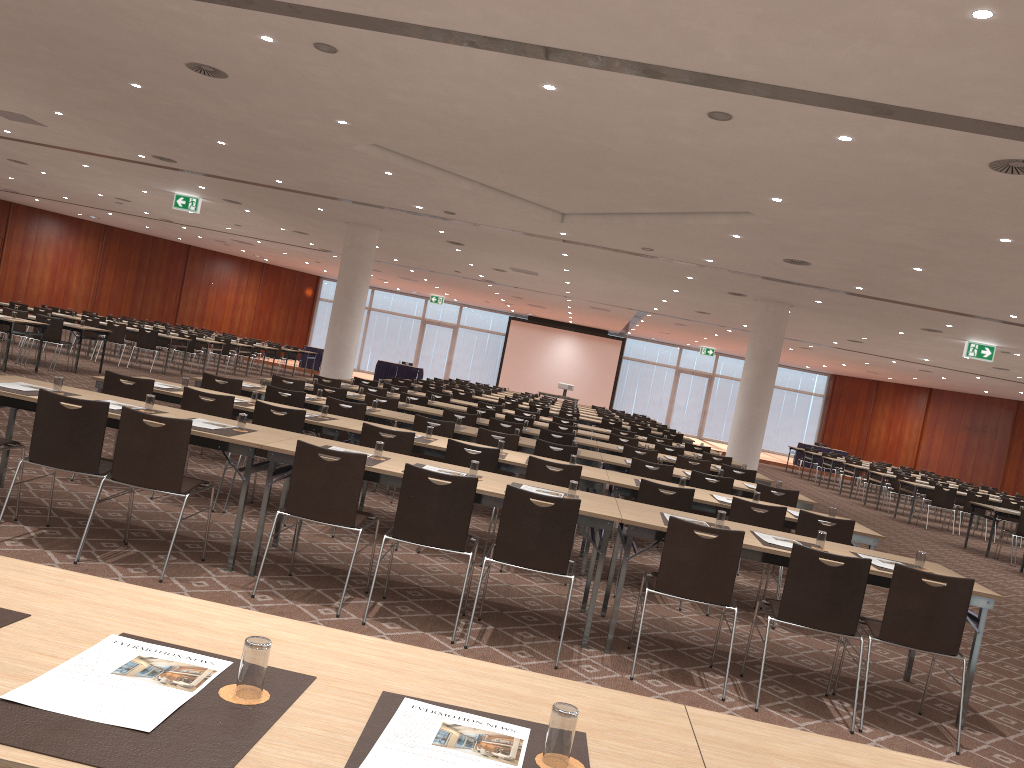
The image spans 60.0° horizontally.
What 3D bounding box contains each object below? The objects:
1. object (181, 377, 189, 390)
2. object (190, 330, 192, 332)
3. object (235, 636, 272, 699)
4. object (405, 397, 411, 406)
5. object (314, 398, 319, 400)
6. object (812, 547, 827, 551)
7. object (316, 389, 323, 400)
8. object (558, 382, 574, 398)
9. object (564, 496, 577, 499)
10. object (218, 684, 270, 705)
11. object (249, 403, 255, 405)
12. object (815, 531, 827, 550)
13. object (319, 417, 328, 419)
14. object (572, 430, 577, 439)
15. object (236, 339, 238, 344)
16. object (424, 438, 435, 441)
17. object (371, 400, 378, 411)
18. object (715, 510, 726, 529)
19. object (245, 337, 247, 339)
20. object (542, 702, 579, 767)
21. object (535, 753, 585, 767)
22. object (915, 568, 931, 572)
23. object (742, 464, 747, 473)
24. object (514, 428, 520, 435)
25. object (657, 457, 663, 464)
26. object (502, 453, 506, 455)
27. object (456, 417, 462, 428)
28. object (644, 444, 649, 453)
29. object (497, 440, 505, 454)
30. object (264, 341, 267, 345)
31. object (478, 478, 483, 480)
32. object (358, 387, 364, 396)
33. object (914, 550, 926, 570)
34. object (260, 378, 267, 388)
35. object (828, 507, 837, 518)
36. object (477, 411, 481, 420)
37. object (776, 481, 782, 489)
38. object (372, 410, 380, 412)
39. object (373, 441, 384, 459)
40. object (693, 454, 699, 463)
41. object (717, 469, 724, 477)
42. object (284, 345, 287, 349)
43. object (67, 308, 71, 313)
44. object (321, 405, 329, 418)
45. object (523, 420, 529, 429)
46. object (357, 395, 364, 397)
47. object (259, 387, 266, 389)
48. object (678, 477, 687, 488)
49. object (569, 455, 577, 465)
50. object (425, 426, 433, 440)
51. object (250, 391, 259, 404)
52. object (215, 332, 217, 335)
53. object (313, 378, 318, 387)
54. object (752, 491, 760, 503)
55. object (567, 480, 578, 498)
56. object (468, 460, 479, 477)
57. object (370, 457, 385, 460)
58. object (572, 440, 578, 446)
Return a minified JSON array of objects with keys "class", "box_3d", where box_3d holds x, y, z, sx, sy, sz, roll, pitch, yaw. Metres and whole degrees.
[{"class":"object","box_3d":[-2.965,-0.004,8.040,0.054,0.114,0.054,11,1,-7]},{"class":"object","box_3d":[-8.693,-1.402,23.980,0.054,0.114,0.054,11,1,-7]},{"class":"object","box_3d":[-0.530,0.580,1.818,0.054,0.114,0.054,10,2,-30]},{"class":"object","box_3d":[-1.403,0.232,11.946,0.054,0.114,0.054,10,2,-30]},{"class":"object","box_3d":[-2.179,0.173,9.990,0.102,0.001,0.102,11,1,-7]},{"class":"object","box_3d":[1.973,1.059,5.694,0.102,0.001,0.102,10,1,-30]},{"class":"object","box_3d":[-2.172,0.116,9.999,0.054,0.114,0.054,10,2,-30]},{"class":"object","box_3d":[1.952,0.224,32.434,0.576,0.472,0.614,11,1,4]},{"class":"object","box_3d":[0.390,0.748,5.809,0.102,0.001,0.102,10,1,-30]},{"class":"object","box_3d":[-0.548,0.635,1.816,0.102,0.001,0.102,10,1,-30]},{"class":"object","box_3d":[-2.331,0.179,7.996,0.102,0.001,0.102,12,1,38]},{"class":"object","box_3d":[1.984,1.002,5.695,0.054,0.114,0.054,12,2,38]},{"class":"object","box_3d":[-1.693,0.304,7.952,0.102,0.001,0.102,11,1,-7]},{"class":"object","box_3d":[0.827,0.670,11.787,0.054,0.114,0.054,12,2,38]},{"class":"object","box_3d":[-7.406,-1.149,23.890,0.054,0.114,0.054,11,1,-7]},{"class":"object","box_3d":[-0.736,0.492,7.887,0.102,0.001,0.102,10,1,-30]},{"class":"object","box_3d":[-1.542,0.240,9.952,0.054,0.114,0.054,10,2,-30]},{"class":"object","box_3d":[1.350,0.878,5.740,0.054,0.114,0.054,12,2,38]},{"class":"object","box_3d":[-8.395,-1.414,27.963,0.054,0.114,0.054,11,1,-7]},{"class":"object","box_3d":[0.097,0.703,1.778,0.054,0.114,0.054,10,2,-30]},{"class":"object","box_3d":[0.097,0.762,1.775,0.102,0.001,0.102,10,1,-30]},{"class":"object","box_3d":[2.619,1.185,5.659,0.102,0.001,0.102,10,1,-30]},{"class":"object","box_3d":[3.048,1.106,11.642,0.054,0.114,0.054,11,1,-7]},{"class":"object","box_3d":[0.054,0.553,9.838,0.054,0.114,0.054,12,2,38]},{"class":"object","box_3d":[1.626,0.862,9.738,0.054,0.114,0.054,11,2,15]},{"class":"object","box_3d":[-0.102,0.616,7.850,0.102,0.001,0.102,10,1,-30]},{"class":"object","box_3d":[-0.591,0.427,9.878,0.054,0.114,0.054,12,2,38]},{"class":"object","box_3d":[1.781,0.857,11.734,0.054,0.114,0.054,10,2,-30]},{"class":"object","box_3d":[-0.101,0.558,7.858,0.054,0.114,0.054,11,1,-7]},{"class":"object","box_3d":[-7.762,-1.289,27.925,0.054,0.114,0.054,11,1,-7]},{"class":"object","box_3d":[-0.244,0.624,5.856,0.102,0.001,0.102,10,1,-30]},{"class":"object","box_3d":[-2.041,0.107,11.999,0.054,0.114,0.054,11,1,-7]},{"class":"object","box_3d":[2.607,1.125,5.664,0.054,0.114,0.054,10,2,-30]},{"class":"object","box_3d":[-2.819,-0.011,10.051,0.054,0.114,0.054,12,2,38]},{"class":"object","box_3d":[2.765,1.120,7.654,0.054,0.114,0.054,11,1,-7]},{"class":"object","box_3d":[-0.446,0.420,11.885,0.054,0.114,0.054,11,1,-7]},{"class":"object","box_3d":[2.905,1.113,9.653,0.054,0.114,0.054,10,2,-30]},{"class":"object","box_3d":[-1.537,0.299,9.950,0.102,0.001,0.102,11,1,-7]},{"class":"object","box_3d":[-0.885,0.439,5.889,0.054,0.114,0.054,10,2,-30]},{"class":"object","box_3d":[2.419,0.982,11.675,0.054,0.114,0.054,10,2,-30]},{"class":"object","box_3d":[2.275,0.989,9.688,0.054,0.114,0.054,10,2,-30]},{"class":"object","box_3d":[-7.127,-1.165,27.882,0.054,0.114,0.054,11,1,-7]},{"class":"object","box_3d":[-11.061,-1.831,22.144,0.054,0.114,0.054,12,2,38]},{"class":"object","box_3d":[-1.681,0.248,7.952,0.054,0.114,0.054,12,2,38]},{"class":"object","box_3d":[0.185,0.544,11.834,0.054,0.114,0.054,11,1,-7]},{"class":"object","box_3d":[-2.046,0.164,11.988,0.102,0.001,0.102,12,1,38]},{"class":"object","box_3d":[-2.814,0.048,10.040,0.102,0.001,0.102,10,1,-30]},{"class":"object","box_3d":[1.486,0.870,7.741,0.054,0.114,0.054,12,2,38]},{"class":"object","box_3d":[0.535,0.683,7.810,0.054,0.114,0.054,11,1,-7]},{"class":"object","box_3d":[-0.736,0.433,7.884,0.054,0.114,0.054,11,1,-7]},{"class":"object","box_3d":[-2.325,0.121,8.011,0.054,0.114,0.054,11,2,15]},{"class":"object","box_3d":[-9.351,-1.602,28.042,0.054,0.114,0.054,10,2,-30]},{"class":"object","box_3d":[-2.672,-0.017,12.043,0.054,0.114,0.054,11,1,-7]},{"class":"object","box_3d":[2.121,0.994,7.704,0.054,0.114,0.054,12,2,38]},{"class":"object","box_3d":[0.396,0.691,5.800,0.054,0.114,0.054,10,2,-30]},{"class":"object","box_3d":[-0.252,0.564,5.848,0.054,0.114,0.054,10,2,-30]},{"class":"object","box_3d":[-0.892,0.496,5.901,0.102,0.001,0.102,10,1,-30]},{"class":"object","box_3d":[0.688,0.678,9.790,0.054,0.114,0.054,12,2,38]}]
